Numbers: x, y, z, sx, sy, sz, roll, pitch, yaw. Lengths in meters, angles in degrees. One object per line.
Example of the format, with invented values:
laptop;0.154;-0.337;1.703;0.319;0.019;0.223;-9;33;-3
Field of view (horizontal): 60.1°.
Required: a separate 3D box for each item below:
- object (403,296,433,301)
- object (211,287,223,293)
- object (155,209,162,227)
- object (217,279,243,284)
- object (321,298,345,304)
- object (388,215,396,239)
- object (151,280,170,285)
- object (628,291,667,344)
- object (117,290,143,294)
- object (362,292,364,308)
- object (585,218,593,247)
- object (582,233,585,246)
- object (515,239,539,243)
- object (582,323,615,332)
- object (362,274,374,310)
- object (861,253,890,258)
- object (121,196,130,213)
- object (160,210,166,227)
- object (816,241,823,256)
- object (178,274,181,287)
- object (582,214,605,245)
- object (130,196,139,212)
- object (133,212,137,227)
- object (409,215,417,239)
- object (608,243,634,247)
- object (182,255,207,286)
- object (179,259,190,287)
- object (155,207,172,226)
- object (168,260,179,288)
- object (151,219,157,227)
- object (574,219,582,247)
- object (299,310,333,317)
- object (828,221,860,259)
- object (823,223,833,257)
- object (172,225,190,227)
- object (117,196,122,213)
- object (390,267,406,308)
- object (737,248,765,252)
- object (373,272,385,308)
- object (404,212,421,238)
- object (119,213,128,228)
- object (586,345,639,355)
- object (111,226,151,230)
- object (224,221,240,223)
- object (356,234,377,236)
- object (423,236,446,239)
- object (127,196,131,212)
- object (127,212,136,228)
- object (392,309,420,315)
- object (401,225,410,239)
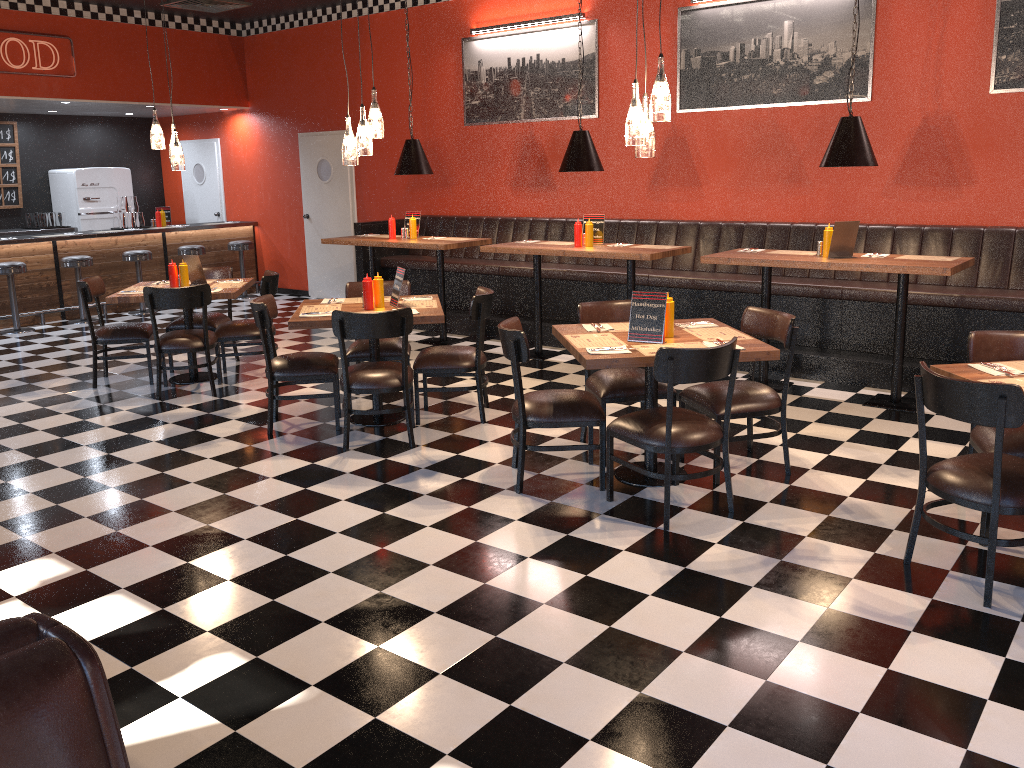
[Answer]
object;-0.687;-0.606;6.257;0.255;0.019;0.159;-3;14;-5
object;-2.365;-0.742;6.972;0.157;0.019;0.257;-3;14;-6
object;-4.692;-2.201;11.758;0.068;0.236;0.068;-6;12;-21
object;-2.409;-0.872;7.507;0.255;0.019;0.159;-4;14;-12
object;-1.260;-0.586;6.230;0.157;0.019;0.257;-2;14;-4
object;-1.195;-1.565;8.825;0.068;0.236;0.068;1;12;13
object;-2.968;-0.863;7.525;0.157;0.019;0.257;-2;14;-4
object;0.695;-0.342;4.548;0.188;0.255;0.073;5;13;28
object;-2.954;-0.726;6.963;0.255;0.019;0.159;-2;14;-3
object;-0.983;-0.585;5.954;0.047;0.135;0.094;-2;12;-2
object;0.653;-1.279;7.479;0.068;0.236;0.068;-12;16;-42
object;0.600;-1.252;7.592;0.094;0.135;0.047;5;13;28
object;0.132;-1.304;8.090;0.158;0.019;0.257;8;17;34
object;0.487;-0.319;4.971;0.157;0.019;0.257;-3;14;-5
object;-0.948;-0.609;5.835;0.068;0.236;0.068;9;16;42
object;2.560;-0.910;6.250;0.158;0.019;0.257;8;17;34
object;-5.012;-2.322;11.467;0.105;0.207;0.106;-3;12;-7
object;-4.669;-2.223;11.847;0.068;0.236;0.068;0;12;7
object;2.231;-0.986;6.349;0.093;0.135;0.047;-1;12;3
object;-2.683;-0.854;7.218;0.094;0.135;0.047;5;13;28
object;0.705;-1.338;7.675;0.188;0.255;0.073;2;12;17
object;-4.931;-2.344;11.550;0.105;0.207;0.106;-3;12;-7
object;-4.982;-2.166;11.698;0.105;0.207;0.106;-3;12;-7
object;-0.980;-1.556;8.767;0.068;0.236;0.068;1;12;13
object;0.910;-1.183;7.524;0.158;0.019;0.257;8;17;34
object;-2.606;-0.934;7.282;0.188;0.255;0.073;5;13;28
object;-2.631;-0.881;7.106;0.068;0.236;0.068;-10;14;-36
object;-4.712;-2.265;11.979;0.188;0.255;0.073;-5;12;-17
object;-2.723;-0.883;7.121;0.068;0.236;0.068;-3;12;-9
object;-4.776;-2.160;11.815;0.047;0.135;0.094;6;14;32
object;0.560;-1.280;7.494;0.068;0.236;0.068;-8;14;-31
object;-1.234;-0.453;5.684;0.255;0.019;0.159;-3;14;-7
object;2.309;-1.005;6.164;0.188;0.255;0.073;-4;12;-11
object;2.231;-1.014;6.247;0.068;0.236;0.068;5;13;27
object;-4.452;-2.122;11.870;0.255;0.019;0.158;8;16;32
object;-5.087;-2.333;11.518;0.105;0.207;0.106;-3;12;-7
object;-0.769;-0.651;5.947;0.072;0.255;0.189;-6;13;-21
object;1.832;-1.029;6.805;0.158;0.019;0.257;8;17;34
object;-0.889;-0.628;5.906;0.068;0.236;0.068;9;16;42
object;-1.012;-1.614;8.967;0.188;0.255;0.073;6;13;29
object;-5.039;-2.109;11.468;0.105;0.207;0.106;-3;12;-7
object;0.496;-0.172;4.371;0.255;0.019;0.159;-2;14;-4
object;-4.999;-2.046;11.614;0.273;0.018;0.439;9;17;37
object;-3.954;-2.287;12.497;0.158;0.019;0.256;-13;18;-40
object;-1.532;-1.571;9.341;0.158;0.019;0.257;8;17;34
object;-0.778;-1.445;8.755;0.158;0.019;0.257;8;17;34
object;-5.023;-2.358;11.614;0.105;0.207;0.106;-3;12;-7
object;-4.964;-2.130;11.546;0.105;0.207;0.106;-3;12;-7
object;-0.688;-0.472;5.708;0.157;0.019;0.257;-5;14;-14
object;-1.068;-1.521;8.850;0.094;0.135;0.047;5;13;29
